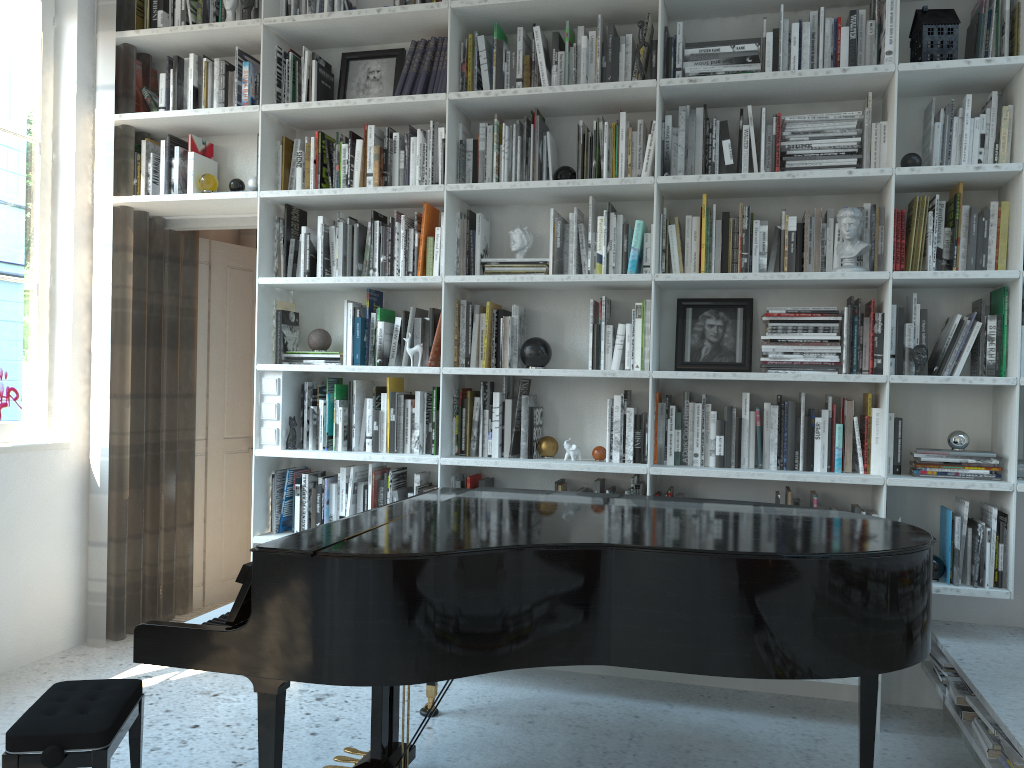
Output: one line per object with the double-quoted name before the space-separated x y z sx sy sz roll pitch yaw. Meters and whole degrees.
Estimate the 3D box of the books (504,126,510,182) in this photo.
"books" -0.002 -0.923 3.694 0.012 0.251 0.184 1 0 15

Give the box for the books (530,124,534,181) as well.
"books" 0.099 -0.926 3.685 0.010 0.262 0.158 1 0 15

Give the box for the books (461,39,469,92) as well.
"books" -0.178 -1.296 3.744 0.023 0.256 0.174 1 0 15

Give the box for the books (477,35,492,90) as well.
"books" -0.094 -1.304 3.742 0.067 0.274 0.168 1 0 15

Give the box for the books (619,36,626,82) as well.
"books" 0.456 -1.265 3.591 0.022 0.222 0.161 1 0 15

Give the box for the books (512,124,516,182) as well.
"books" 0.030 -0.927 3.693 0.009 0.261 0.180 1 0 15

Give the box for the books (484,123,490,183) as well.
"books" -0.088 -0.937 3.730 0.012 0.276 0.157 1 0 15

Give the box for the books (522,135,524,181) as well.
"books" 0.066 -0.909 3.708 0.011 0.226 0.129 1 0 15

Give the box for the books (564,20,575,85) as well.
"books" 0.238 -1.313 3.648 0.012 0.308 0.145 1 0 15

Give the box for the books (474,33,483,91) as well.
"books" -0.133 -1.311 3.745 0.010 0.287 0.148 1 0 15

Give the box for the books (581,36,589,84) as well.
"books" 0.309 -1.270 3.617 0.021 0.226 0.191 1 0 15

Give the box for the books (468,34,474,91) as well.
"books" -0.156 -1.309 3.753 0.013 0.283 0.158 1 0 15

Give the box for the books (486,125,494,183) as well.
"books" -0.071 -0.930 3.726 0.024 0.262 0.177 1 0 15

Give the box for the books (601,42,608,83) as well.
"books" 0.387 -1.262 3.623 0.024 0.213 0.150 1 0 15

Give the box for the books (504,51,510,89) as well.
"books" 0.000 -1.265 3.716 0.024 0.201 0.153 1 0 15

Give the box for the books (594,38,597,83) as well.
"books" 0.356 -1.272 3.620 0.013 0.231 0.141 1 0 15

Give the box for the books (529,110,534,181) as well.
"books" 0.095 -0.956 3.694 0.004 0.321 0.153 1 0 15

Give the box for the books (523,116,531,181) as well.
"books" 0.073 -0.942 3.686 0.011 0.291 0.176 1 0 15

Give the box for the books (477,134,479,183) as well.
"books" -0.122 -0.920 3.750 0.012 0.240 0.134 1 0 15

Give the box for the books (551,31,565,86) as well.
"books" 0.194 -1.292 3.666 0.027 0.265 0.168 1 0 15

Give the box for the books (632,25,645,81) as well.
"books" 0.516 -1.285 3.571 0.055 0.264 0.167 1 0 15

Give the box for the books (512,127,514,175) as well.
"books" 0.024 -0.925 3.711 0.011 0.256 0.152 1 0 15

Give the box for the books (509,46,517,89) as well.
"books" 0.024 -1.273 3.703 0.029 0.219 0.157 1 0 15

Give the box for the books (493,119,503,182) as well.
"books" -0.047 -0.940 3.711 0.010 0.283 0.184 1 0 15

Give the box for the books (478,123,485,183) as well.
"books" -0.105 -0.939 3.738 0.026 0.279 0.151 1 0 15

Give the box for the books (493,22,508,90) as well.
"books" -0.049 -1.323 3.713 0.012 0.315 0.171 1 0 15

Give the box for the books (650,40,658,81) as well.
"books" 0.578 -1.257 3.580 0.028 0.212 0.134 1 0 15

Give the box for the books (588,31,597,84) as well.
"books" 0.337 -1.287 3.629 0.028 0.261 0.135 1 0 15

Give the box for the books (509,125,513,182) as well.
"books" 0.014 -0.928 3.714 0.010 0.261 0.169 1 0 15

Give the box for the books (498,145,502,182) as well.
"books" -0.025 -0.891 3.724 0.029 0.187 0.149 1 0 15

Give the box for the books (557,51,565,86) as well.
"books" 0.218 -1.249 3.653 0.028 0.180 0.168 1 0 15

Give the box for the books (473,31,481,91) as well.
"books" -0.138 -1.322 3.770 0.014 0.309 0.130 1 1 15

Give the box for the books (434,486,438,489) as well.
"books" -0.303 0.554 3.812 0.026 0.236 0.140 1 0 15

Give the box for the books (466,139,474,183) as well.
"books" -0.162 -0.913 3.775 0.029 0.225 0.136 1 0 15

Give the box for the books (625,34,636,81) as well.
"books" 0.482 -1.272 3.600 0.024 0.237 0.153 1 0 15

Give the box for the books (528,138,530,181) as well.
"books" 0.089 -0.904 3.708 0.012 0.217 0.133 1 0 15

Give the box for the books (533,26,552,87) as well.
"books" 0.141 -1.304 3.664 0.075 0.285 0.178 1 0 15

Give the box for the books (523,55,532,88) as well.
"books" 0.079 -1.253 3.699 0.034 0.180 0.160 1 0 15

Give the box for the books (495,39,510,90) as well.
"books" -0.029 -1.286 3.710 0.031 0.242 0.181 1 0 15

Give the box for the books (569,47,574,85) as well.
"books" 0.261 -1.264 3.668 0.024 0.212 0.128 1 0 15

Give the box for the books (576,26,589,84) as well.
"books" 0.292 -1.301 3.646 0.026 0.286 0.137 1 0 15

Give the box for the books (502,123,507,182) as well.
"books" -0.013 -0.929 3.695 0.009 0.263 0.189 1 0 15

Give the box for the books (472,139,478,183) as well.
"books" -0.136 -0.910 3.767 0.024 0.219 0.140 1 0 15

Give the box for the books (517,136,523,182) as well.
"books" 0.049 -0.901 3.687 0.011 0.209 0.181 1 0 15

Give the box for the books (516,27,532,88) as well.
"books" 0.050 -1.310 3.696 0.023 0.293 0.155 1 0 15

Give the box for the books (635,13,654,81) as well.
"books" 0.531 -1.304 3.566 0.058 0.302 0.175 1 0 15

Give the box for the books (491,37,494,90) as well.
"books" -0.058 -1.295 3.725 0.011 0.260 0.157 1 0 15

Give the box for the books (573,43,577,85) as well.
"books" 0.271 -1.262 3.639 0.010 0.208 0.173 1 0 15

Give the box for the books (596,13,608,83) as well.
"books" 0.366 -1.313 3.607 0.011 0.313 0.183 1 0 15

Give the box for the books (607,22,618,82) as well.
"books" 0.411 -1.300 3.619 0.022 0.290 0.146 1 0 15

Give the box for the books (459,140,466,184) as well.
"books" -0.189 -0.905 3.757 0.015 0.208 0.186 1 0 15

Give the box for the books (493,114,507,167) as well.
"books" -0.051 -0.957 3.734 0.011 0.317 0.154 1 0 15

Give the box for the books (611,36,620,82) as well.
"books" 0.430 -1.263 3.593 0.030 0.218 0.182 1 0 15

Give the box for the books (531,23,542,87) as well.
"books" 0.105 -1.319 3.700 0.013 0.315 0.135 1 1 15

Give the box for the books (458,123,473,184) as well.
"books" -0.197 -0.944 3.776 0.012 0.285 0.159 1 0 15

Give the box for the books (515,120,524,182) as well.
"books" 0.041 -0.936 3.696 0.011 0.279 0.169 1 0 15
